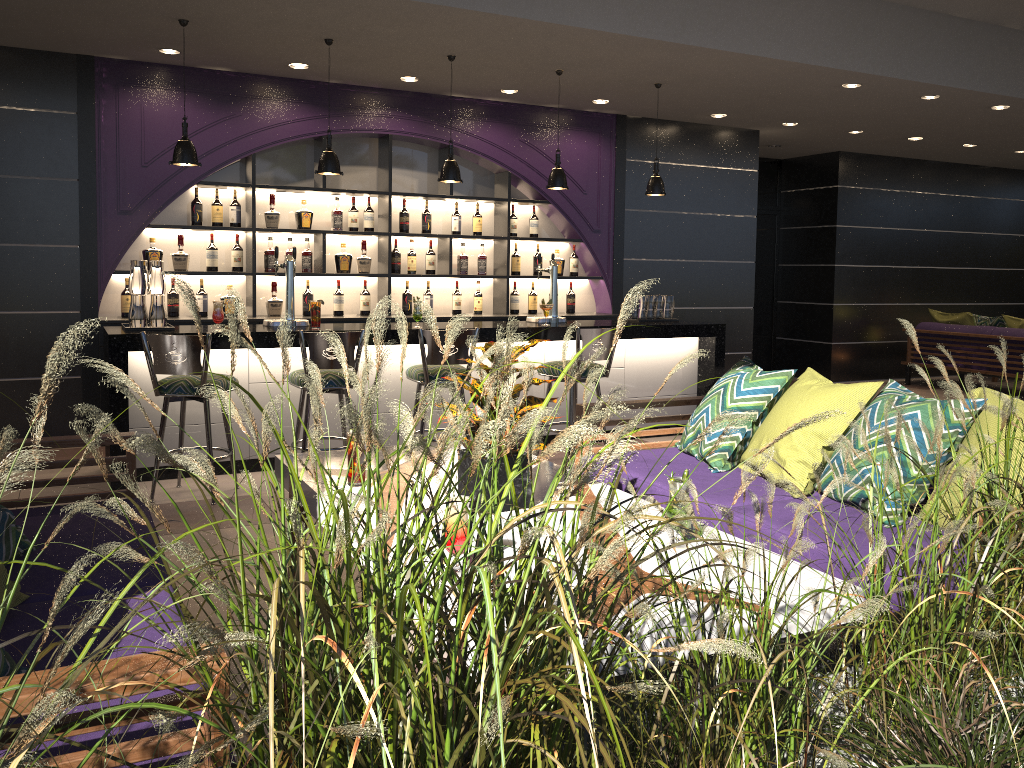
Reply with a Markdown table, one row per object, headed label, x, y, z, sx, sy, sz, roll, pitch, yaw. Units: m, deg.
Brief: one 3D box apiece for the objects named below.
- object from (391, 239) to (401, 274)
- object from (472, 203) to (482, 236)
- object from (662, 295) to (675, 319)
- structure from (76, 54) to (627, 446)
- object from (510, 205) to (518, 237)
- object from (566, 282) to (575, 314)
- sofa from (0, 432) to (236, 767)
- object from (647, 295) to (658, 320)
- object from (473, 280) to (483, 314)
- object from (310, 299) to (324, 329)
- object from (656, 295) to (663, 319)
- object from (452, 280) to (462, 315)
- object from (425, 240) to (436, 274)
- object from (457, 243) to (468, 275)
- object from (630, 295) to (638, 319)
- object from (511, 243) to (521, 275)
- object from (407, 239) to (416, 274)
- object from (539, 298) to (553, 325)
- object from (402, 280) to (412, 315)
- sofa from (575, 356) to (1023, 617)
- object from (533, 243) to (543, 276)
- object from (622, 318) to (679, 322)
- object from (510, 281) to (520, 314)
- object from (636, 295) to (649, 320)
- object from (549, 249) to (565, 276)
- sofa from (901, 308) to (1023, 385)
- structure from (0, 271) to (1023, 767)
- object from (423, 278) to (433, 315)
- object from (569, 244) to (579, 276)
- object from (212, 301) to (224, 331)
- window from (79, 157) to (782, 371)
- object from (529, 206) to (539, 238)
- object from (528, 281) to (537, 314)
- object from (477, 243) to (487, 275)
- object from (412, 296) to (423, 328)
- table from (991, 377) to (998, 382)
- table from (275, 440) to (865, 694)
| label | x | y | z | sx | sy | sz | roll | pitch | yaw |
| --- | --- | --- | --- | --- | --- | --- | --- | --- | --- |
| object | -0.985 | -1.080 | 7.500 | 0.086 | 0.297 | 0.086 | 2 | 4 | 22 |
| object | -0.307 | -1.458 | 7.854 | 0.086 | 0.297 | 0.086 | 2 | 4 | 22 |
| object | 1.269 | -0.616 | 7.199 | 0.105 | 0.208 | 0.106 | -1 | 5 | -22 |
| structure | -1.030 | -1.050 | 7.379 | 4.631 | 2.749 | 0.532 | -2 | 5 | -27 |
| object | 0.008 | -1.476 | 8.022 | 0.086 | 0.297 | 0.086 | 2 | 4 | 22 |
| object | 0.550 | -0.810 | 8.292 | 0.086 | 0.297 | 0.086 | 2 | 4 | 22 |
| sofa | -1.390 | 0.539 | 2.109 | 1.119 | 0.915 | 2.136 | -2 | 7 | -27 |
| object | 1.132 | -0.616 | 7.189 | 0.105 | 0.208 | 0.106 | -1 | 5 | -22 |
| object | -0.304 | -0.776 | 7.919 | 0.080 | 0.298 | 0.080 | -1 | 4 | -24 |
| object | -1.241 | -0.445 | 5.640 | 0.084 | 0.189 | 0.067 | 1 | 4 | -2 |
| object | 1.211 | -0.629 | 7.299 | 0.105 | 0.208 | 0.106 | -1 | 5 | -22 |
| object | -0.484 | -0.761 | 7.783 | 0.086 | 0.297 | 0.086 | 2 | 4 | 22 |
| object | -0.704 | -1.095 | 7.647 | 0.086 | 0.297 | 0.086 | 2 | 4 | 22 |
| object | -0.436 | -1.106 | 7.818 | 0.083 | 0.280 | 0.083 | -1 | 5 | -27 |
| object | 1.008 | -0.619 | 7.193 | 0.105 | 0.208 | 0.106 | -1 | 5 | -22 |
| object | 0.035 | -1.126 | 7.990 | 0.086 | 0.297 | 0.086 | 2 | 4 | 22 |
| object | -0.861 | -1.092 | 7.593 | 0.080 | 0.298 | 0.080 | -1 | 4 | -24 |
| object | 0.247 | -0.523 | 6.396 | 0.106 | 0.196 | 0.106 | 1 | 5 | 1 |
| object | -0.893 | -0.737 | 7.549 | 0.086 | 0.296 | 0.086 | 2 | 4 | 22 |
| sofa | 1.242 | 0.410 | 3.437 | 1.119 | 0.915 | 2.136 | -2 | 7 | -27 |
| object | 0.236 | -1.137 | 8.094 | 0.086 | 0.296 | 0.086 | 2 | 4 | 22 |
| object | 1.122 | -0.525 | 7.221 | 0.437 | 0.018 | 0.274 | -3 | 8 | -27 |
| object | 0.025 | -0.785 | 8.035 | 0.086 | 0.296 | 0.086 | 2 | 4 | 22 |
| object | 1.046 | -0.605 | 7.091 | 0.105 | 0.208 | 0.106 | -1 | 5 | -22 |
| object | 0.417 | -1.122 | 8.191 | 0.151 | 0.247 | 0.094 | 0 | 4 | -8 |
| sofa | 5.642 | -0.346 | 9.903 | 1.119 | 0.915 | 2.136 | -2 | 7 | -27 |
| structure | 0.315 | -0.885 | 4.804 | 24.732 | 3.109 | 7.855 | -3 | 8 | -27 |
| object | -0.722 | -0.755 | 7.653 | 0.086 | 0.314 | 0.104 | -1 | 4 | -22 |
| object | 0.580 | -1.158 | 8.295 | 0.086 | 0.297 | 0.086 | 2 | 4 | 22 |
| object | -1.784 | -0.415 | 5.371 | 0.069 | 0.180 | 0.069 | 4 | 5 | 35 |
| window | -1.586 | -1.198 | 8.477 | 11.548 | 2.749 | 1.950 | -3 | 6 | -27 |
| object | 0.201 | -1.484 | 8.112 | 0.086 | 0.296 | 0.086 | 2 | 4 | 22 |
| object | 0.190 | -0.789 | 8.093 | 0.086 | 0.297 | 0.086 | 2 | 4 | 22 |
| object | -0.267 | -1.111 | 7.882 | 0.083 | 0.280 | 0.083 | 0 | 4 | -7 |
| object | -0.635 | -0.486 | 5.950 | 0.069 | 0.210 | 0.069 | -3 | 6 | -44 |
| table | 6.777 | -0.227 | 10.538 | 0.942 | 0.551 | 2.047 | -2 | 8 | -27 |
| table | -0.054 | 0.655 | 2.789 | 0.942 | 0.551 | 2.047 | -2 | 8 | -27 |
